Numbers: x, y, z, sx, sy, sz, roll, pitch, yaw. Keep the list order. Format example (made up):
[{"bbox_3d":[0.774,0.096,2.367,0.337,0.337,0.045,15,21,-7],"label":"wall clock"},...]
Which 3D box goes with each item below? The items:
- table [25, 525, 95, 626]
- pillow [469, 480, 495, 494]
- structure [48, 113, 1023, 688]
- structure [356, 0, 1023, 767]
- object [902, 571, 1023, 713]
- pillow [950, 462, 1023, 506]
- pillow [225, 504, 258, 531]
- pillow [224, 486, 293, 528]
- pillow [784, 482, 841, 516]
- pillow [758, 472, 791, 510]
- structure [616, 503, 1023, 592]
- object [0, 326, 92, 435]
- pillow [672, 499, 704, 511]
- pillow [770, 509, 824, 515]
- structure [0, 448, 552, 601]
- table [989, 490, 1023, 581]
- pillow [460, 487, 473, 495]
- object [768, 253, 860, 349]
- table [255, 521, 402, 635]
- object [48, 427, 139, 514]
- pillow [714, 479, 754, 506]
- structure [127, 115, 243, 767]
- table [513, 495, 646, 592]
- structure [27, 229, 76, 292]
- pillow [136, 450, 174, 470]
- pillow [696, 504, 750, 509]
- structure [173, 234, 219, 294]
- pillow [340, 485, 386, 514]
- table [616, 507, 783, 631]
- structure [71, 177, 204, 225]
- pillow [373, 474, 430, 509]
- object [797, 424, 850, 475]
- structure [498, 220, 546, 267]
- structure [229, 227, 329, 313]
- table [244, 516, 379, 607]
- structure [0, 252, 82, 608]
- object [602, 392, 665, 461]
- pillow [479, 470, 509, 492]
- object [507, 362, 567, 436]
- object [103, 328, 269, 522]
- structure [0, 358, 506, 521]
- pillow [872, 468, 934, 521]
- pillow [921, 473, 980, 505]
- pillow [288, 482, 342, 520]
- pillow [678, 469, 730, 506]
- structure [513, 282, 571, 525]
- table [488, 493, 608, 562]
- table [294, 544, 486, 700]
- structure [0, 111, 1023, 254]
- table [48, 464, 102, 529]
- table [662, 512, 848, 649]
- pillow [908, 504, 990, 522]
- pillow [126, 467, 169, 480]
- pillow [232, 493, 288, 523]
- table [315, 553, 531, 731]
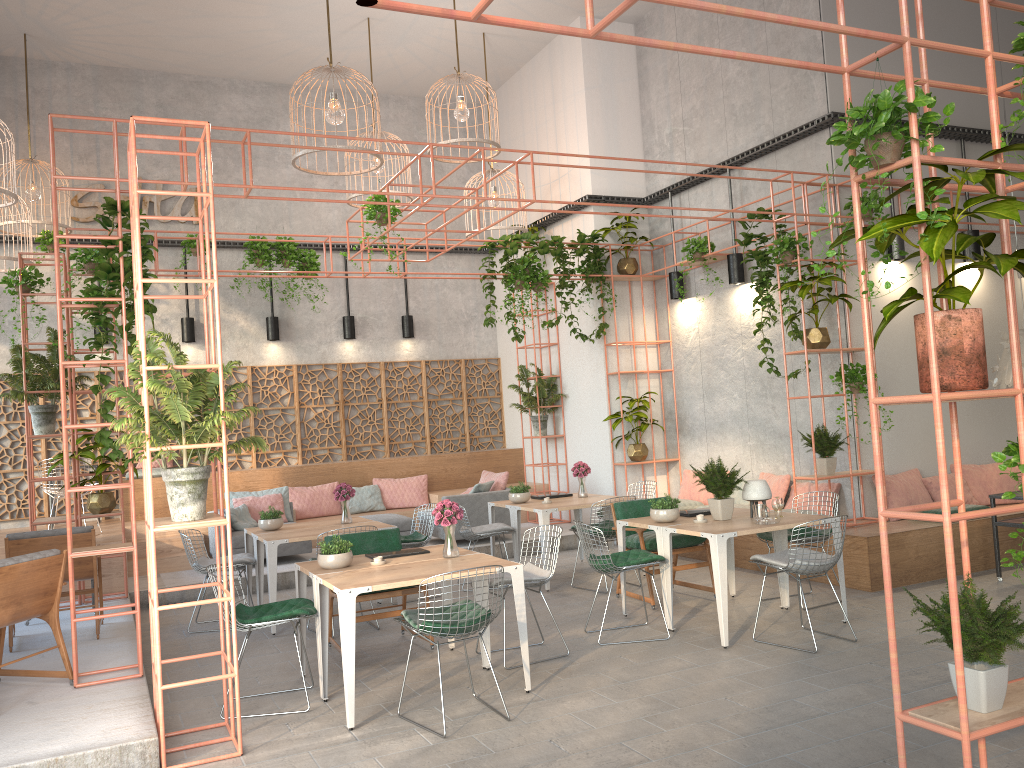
[{"bbox_3d":[-4.310,1.808,8.478,0.602,0.798,0.635,-3,-3,-25],"label":"table"},{"bbox_3d":[-0.448,1.481,11.806,0.308,0.349,0.495,-5,-3,25],"label":"pillow"},{"bbox_3d":[2.425,-0.338,10.527,14.096,4.345,4.501,-3,-3,-26],"label":"structure"},{"bbox_3d":[4.204,-0.202,3.000,14.689,4.247,4.157,-3,-3,-25],"label":"structure"},{"bbox_3d":[1.826,1.022,3.529,0.368,0.527,0.438,-3,-3,-25],"label":"object"},{"bbox_3d":[5.302,1.096,9.801,0.839,0.474,0.276,-4,-2,-5],"label":"pillow"},{"bbox_3d":[-3.350,1.677,11.102,0.307,0.324,0.499,-4,-2,10],"label":"pillow"},{"bbox_3d":[-3.319,1.614,11.619,0.839,0.474,0.276,-3,-3,-25],"label":"pillow"},{"bbox_3d":[3.268,1.272,9.696,0.289,0.385,0.666,-2,-3,-30],"label":"pillow"},{"bbox_3d":[2.974,1.267,10.270,0.276,0.474,0.839,-4,-2,-5],"label":"pillow"},{"bbox_3d":[4.961,1.663,11.283,5.831,0.500,4.386,-3,-3,-25],"label":"structure"},{"bbox_3d":[-4.813,-0.025,9.138,0.900,1.101,0.894,-5,-3,29],"label":"object"},{"bbox_3d":[2.071,1.556,11.327,0.491,0.149,0.637,-3,-3,-24],"label":"pillow"},{"bbox_3d":[2.942,1.423,9.459,0.491,0.149,0.637,-3,-3,-24],"label":"pillow"},{"bbox_3d":[-3.415,1.727,11.760,9.152,1.111,3.396,-3,-3,-25],"label":"structure"},{"bbox_3d":[4.824,1.393,8.037,0.602,0.798,0.635,-3,-3,-25],"label":"table"},{"bbox_3d":[-0.587,1.527,12.237,0.441,0.317,0.479,-2,-3,-44],"label":"pillow"},{"bbox_3d":[2.993,-0.816,8.838,0.903,0.947,0.934,-5,-3,26],"label":"object"},{"bbox_3d":[-1.746,1.806,8.416,1.214,0.830,0.694,-3,-3,-25],"label":"table"},{"bbox_3d":[-4.309,0.879,9.116,0.903,0.923,0.934,-5,-3,31],"label":"object"},{"bbox_3d":[2.728,1.355,10.855,0.289,0.385,0.666,-2,-3,-30],"label":"pillow"},{"bbox_3d":[-1.941,0.312,5.220,0.424,3.602,0.624,-3,-3,-25],"label":"structure"},{"bbox_3d":[0.729,1.691,9.576,1.214,0.830,0.694,-3,-3,-25],"label":"table"},{"bbox_3d":[-6.082,-1.683,11.716,0.605,0.972,0.587,-3,-3,-27],"label":"structure"},{"bbox_3d":[-5.080,1.057,12.633,0.499,0.324,0.307,-3,-2,-10],"label":"pillow"},{"bbox_3d":[2.513,1.489,10.379,0.491,0.149,0.637,-3,-3,-24],"label":"pillow"},{"bbox_3d":[-4.464,-1.759,12.476,0.605,0.972,0.587,-3,-3,-27],"label":"structure"},{"bbox_3d":[-2.207,1.696,13.008,0.666,0.385,0.289,-2,-3,-30],"label":"pillow"},{"bbox_3d":[1.622,1.554,7.651,1.205,0.830,0.694,-3,-3,-25],"label":"table"},{"bbox_3d":[-5.468,-2.677,12.953,1.807,0.695,0.087,-3,-3,-25],"label":"structure"},{"bbox_3d":[-1.668,1.625,13.288,0.839,0.474,0.276,-4,-2,-5],"label":"pillow"},{"bbox_3d":[3.120,0.651,8.906,0.368,0.527,0.438,-3,-3,-25],"label":"object"},{"bbox_3d":[0.188,-2.049,13.381,0.903,0.803,0.934,-5,-3,36],"label":"structure"},{"bbox_3d":[-3.396,-1.651,12.913,1.434,1.290,0.670,-3,-3,-25],"label":"structure"},{"bbox_3d":[-2.042,1.851,9.043,1.205,0.830,0.694,-3,-3,-25],"label":"table"},{"bbox_3d":[-4.891,0.463,9.077,0.722,3.623,0.748,-3,-3,-25],"label":"structure"},{"bbox_3d":[1.623,0.579,11.958,0.903,0.919,0.934,-5,-3,36],"label":"object"},{"bbox_3d":[-0.299,1.443,12.246,0.273,0.476,0.836,-3,-3,-25],"label":"pillow"},{"bbox_3d":[0.377,0.231,13.308,0.900,1.097,0.894,-4,-2,4],"label":"object"},{"bbox_3d":[-1.923,0.239,5.156,0.900,1.100,0.894,-4,-2,4],"label":"object"},{"bbox_3d":[-3.917,0.777,13.440,9.782,2.103,0.132,-3,-3,-25],"label":"structure"},{"bbox_3d":[4.125,1.153,9.297,0.839,0.474,0.276,-2,-3,-35],"label":"pillow"},{"bbox_3d":[4.719,1.170,9.549,0.666,0.385,0.289,-2,-3,-30],"label":"pillow"},{"bbox_3d":[-2.827,1.679,12.744,0.839,0.474,0.276,-2,-3,-35],"label":"pillow"},{"bbox_3d":[2.473,1.348,11.447,0.276,0.474,0.839,-2,-3,-35],"label":"pillow"},{"bbox_3d":[0.441,0.287,13.409,0.424,3.596,0.624,-3,-3,-25],"label":"structure"},{"bbox_3d":[0.432,1.736,10.204,1.205,0.830,0.694,-3,-3,-25],"label":"table"},{"bbox_3d":[-0.888,1.683,6.452,1.205,0.830,0.694,-3,-3,-25],"label":"table"},{"bbox_3d":[1.543,-2.706,7.754,15.203,0.110,15.603,-3,-3,-25],"label":"structure"},{"bbox_3d":[-5.755,1.484,11.687,0.602,0.798,0.635,-3,-3,-25],"label":"table"},{"bbox_3d":[1.919,1.509,7.022,1.214,0.830,0.694,-3,-3,-25],"label":"table"},{"bbox_3d":[4.413,1.306,8.952,0.637,0.149,0.491,-3,-3,-24],"label":"pillow"},{"bbox_3d":[-5.027,1.248,12.336,0.637,0.149,0.491,-3,-3,-24],"label":"pillow"},{"bbox_3d":[-3.266,1.637,11.476,0.666,0.385,0.289,-3,-3,-25],"label":"pillow"},{"bbox_3d":[-0.591,1.637,5.824,1.214,0.830,0.694,-3,-3,-25],"label":"table"}]
